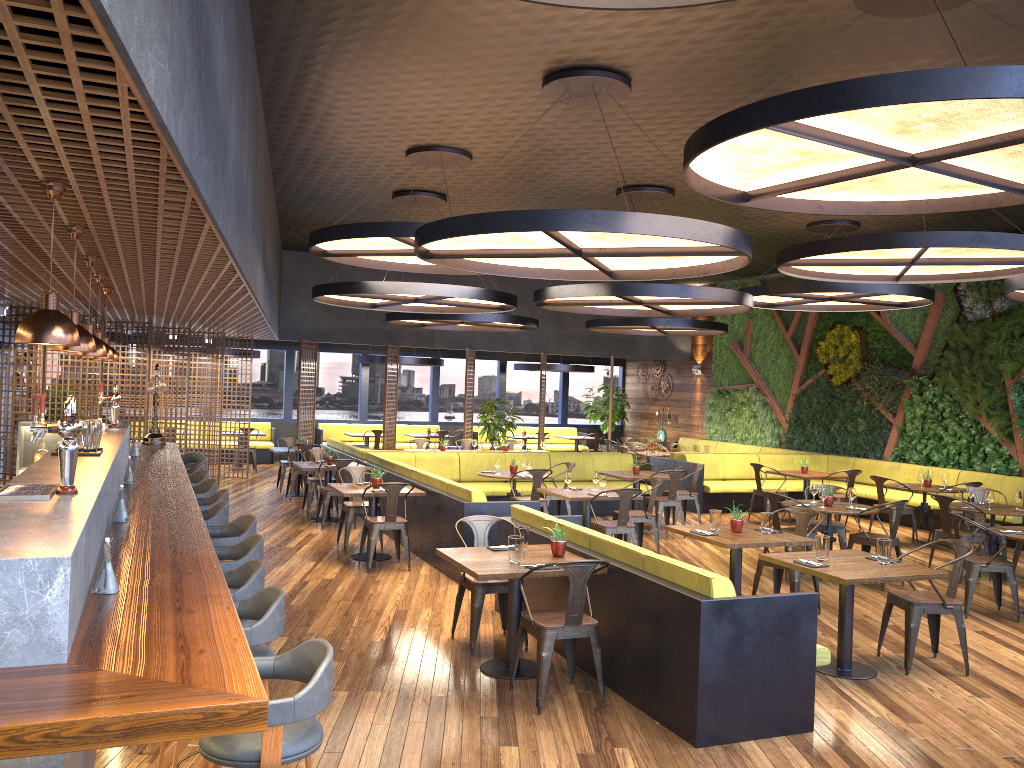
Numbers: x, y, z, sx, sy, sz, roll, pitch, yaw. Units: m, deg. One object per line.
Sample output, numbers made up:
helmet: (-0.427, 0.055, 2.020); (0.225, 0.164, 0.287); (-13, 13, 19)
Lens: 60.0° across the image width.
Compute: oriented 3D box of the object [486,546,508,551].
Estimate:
object: (-0.044, 1.172, 6.371); (0.255, 0.019, 0.157); (2, 0, -23)

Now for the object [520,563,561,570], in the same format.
object: (0.176, 1.178, 5.744); (0.255, 0.019, 0.157); (2, 0, -23)

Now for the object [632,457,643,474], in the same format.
object: (1.768, 1.135, 12.525); (0.260, 0.271, 0.238); (2, 0, 13)

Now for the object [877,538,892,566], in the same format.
object: (2.630, 1.188, 6.269); (0.102, 0.178, 0.102); (2, 0, 43)

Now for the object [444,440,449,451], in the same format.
object: (-1.128, 1.077, 15.263); (0.097, 0.206, 0.097); (2, 0, 24)

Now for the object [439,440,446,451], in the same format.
object: (-1.212, 1.039, 15.461); (0.238, 0.271, 0.260); (2, 0, -1)

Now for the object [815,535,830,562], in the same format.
object: (2.208, 1.173, 6.312); (0.102, 0.178, 0.102); (2, 0, 43)

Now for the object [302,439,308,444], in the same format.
object: (-3.428, 1.003, 14.657); (0.102, 0.178, 0.102); (2, 0, -17)

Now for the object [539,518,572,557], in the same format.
object: (0.331, 1.059, 6.164); (0.238, 0.271, 0.260); (2, 0, -17)

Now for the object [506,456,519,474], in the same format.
object: (0.016, 1.070, 11.964); (0.238, 0.271, 0.260); (2, 0, -1)

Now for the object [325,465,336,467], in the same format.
object: (-2.438, 1.108, 11.966); (0.255, 0.019, 0.157); (2, 0, -23)

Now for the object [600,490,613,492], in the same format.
object: (1.127, 1.232, 10.232); (0.255, 0.019, 0.157); (2, 0, -22)

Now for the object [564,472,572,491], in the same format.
object: (0.642, 1.121, 10.184); (0.097, 0.206, 0.097); (2, 0, -30)

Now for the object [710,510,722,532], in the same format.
object: (1.722, 1.160, 7.509); (0.102, 0.178, 0.102); (2, 0, 33)

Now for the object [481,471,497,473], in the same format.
object: (-0.283, 1.188, 11.975); (0.255, 0.019, 0.157); (2, 0, 10)

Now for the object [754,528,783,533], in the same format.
object: (2.219, 1.258, 7.622); (0.157, 0.019, 0.255); (2, 0, -23)

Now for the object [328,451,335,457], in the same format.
object: (-2.538, 1.026, 12.443); (0.102, 0.178, 0.102); (2, 0, -37)

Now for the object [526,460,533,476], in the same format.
object: (0.230, 1.112, 11.757); (0.097, 0.206, 0.097); (2, 0, 3)

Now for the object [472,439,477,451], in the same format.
object: (-0.666, 1.095, 15.817); (0.097, 0.206, 0.097); (2, 0, 24)

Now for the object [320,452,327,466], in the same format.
object: (-2.569, 1.024, 12.068); (0.102, 0.178, 0.102); (2, 0, -37)

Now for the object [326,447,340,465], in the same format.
object: (-2.512, 0.980, 12.298); (0.260, 0.271, 0.238); (2, 0, -21)

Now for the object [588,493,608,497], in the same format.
object: (0.939, 1.224, 9.818); (0.157, 0.019, 0.255); (2, 0, -22)

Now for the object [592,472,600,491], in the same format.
object: (0.976, 1.133, 10.312); (0.097, 0.206, 0.097); (2, 0, -22)

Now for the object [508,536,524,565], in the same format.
object: (0.023, 1.093, 5.822); (0.102, 0.178, 0.102); (2, 0, 13)

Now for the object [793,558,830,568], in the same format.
object: (2.078, 1.248, 6.205); (0.157, 0.019, 0.255); (2, 0, -23)

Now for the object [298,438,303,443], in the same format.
object: (-3.558, 0.999, 14.951); (0.102, 0.178, 0.102); (2, 0, -7)

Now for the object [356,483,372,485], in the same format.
object: (-1.632, 1.129, 10.068); (0.255, 0.019, 0.157); (2, 0, -23)

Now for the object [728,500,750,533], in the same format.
object: (1.900, 1.120, 7.522); (0.238, 0.271, 0.260); (2, 0, 17)

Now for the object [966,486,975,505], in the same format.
object: (5.294, 1.288, 10.235); (0.097, 0.206, 0.097); (2, 0, -6)

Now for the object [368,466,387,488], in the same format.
object: (-1.497, 1.007, 9.771); (0.238, 0.271, 0.260); (2, 0, -1)

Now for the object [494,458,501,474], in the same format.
object: (-0.191, 1.097, 11.826); (0.097, 0.206, 0.097); (2, 0, 20)

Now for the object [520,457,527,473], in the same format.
object: (0.165, 1.111, 12.136); (0.097, 0.206, 0.097); (2, 0, 16)

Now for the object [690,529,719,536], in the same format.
object: (1.592, 1.235, 7.402); (0.157, 0.019, 0.255); (2, 0, -23)

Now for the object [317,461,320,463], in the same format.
object: (-2.648, 1.102, 12.570); (0.255, 0.019, 0.157); (2, 0, -23)

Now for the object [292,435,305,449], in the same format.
object: (-3.520, 0.954, 14.778); (0.260, 0.271, 0.238); (2, 0, -21)

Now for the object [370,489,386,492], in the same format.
object: (-1.422, 1.135, 9.465); (0.255, 0.019, 0.157); (2, 0, -23)

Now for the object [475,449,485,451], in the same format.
object: (-0.590, 1.193, 15.971); (0.157, 0.019, 0.255); (2, 0, -22)

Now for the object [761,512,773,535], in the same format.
object: (2.144, 1.175, 7.466); (0.102, 0.178, 0.102); (2, 0, -17)

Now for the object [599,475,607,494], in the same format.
object: (1.022, 1.133, 9.973); (0.097, 0.206, 0.097); (2, 0, -30)

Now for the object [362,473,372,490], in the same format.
object: (-1.565, 1.050, 9.556); (0.102, 0.178, 0.102); (2, 0, 13)

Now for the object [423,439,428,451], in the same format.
object: (-1.507, 1.064, 15.474); (0.097, 0.206, 0.097); (2, 0, 24)

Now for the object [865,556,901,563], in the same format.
object: (2.705, 1.271, 6.425); (0.157, 0.019, 0.255); (2, 0, -23)

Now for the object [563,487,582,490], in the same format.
object: (0.719, 1.218, 10.339); (0.157, 0.019, 0.255); (2, 0, -22)

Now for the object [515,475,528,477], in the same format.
object: (0.131, 1.202, 11.612); (0.157, 0.019, 0.255); (2, 0, -15)

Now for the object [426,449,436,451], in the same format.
object: (-1.431, 1.161, 15.629); (0.157, 0.019, 0.255); (2, 0, -22)

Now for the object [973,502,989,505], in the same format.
object: (5.454, 1.388, 10.296); (0.157, 0.019, 0.255); (2, 0, 20)

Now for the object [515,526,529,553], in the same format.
object: (0.066, 1.096, 6.244); (0.102, 0.178, 0.102); (2, 0, -37)

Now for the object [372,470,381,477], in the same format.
object: (-1.522, 1.053, 9.941); (0.102, 0.178, 0.102); (2, 0, -37)
